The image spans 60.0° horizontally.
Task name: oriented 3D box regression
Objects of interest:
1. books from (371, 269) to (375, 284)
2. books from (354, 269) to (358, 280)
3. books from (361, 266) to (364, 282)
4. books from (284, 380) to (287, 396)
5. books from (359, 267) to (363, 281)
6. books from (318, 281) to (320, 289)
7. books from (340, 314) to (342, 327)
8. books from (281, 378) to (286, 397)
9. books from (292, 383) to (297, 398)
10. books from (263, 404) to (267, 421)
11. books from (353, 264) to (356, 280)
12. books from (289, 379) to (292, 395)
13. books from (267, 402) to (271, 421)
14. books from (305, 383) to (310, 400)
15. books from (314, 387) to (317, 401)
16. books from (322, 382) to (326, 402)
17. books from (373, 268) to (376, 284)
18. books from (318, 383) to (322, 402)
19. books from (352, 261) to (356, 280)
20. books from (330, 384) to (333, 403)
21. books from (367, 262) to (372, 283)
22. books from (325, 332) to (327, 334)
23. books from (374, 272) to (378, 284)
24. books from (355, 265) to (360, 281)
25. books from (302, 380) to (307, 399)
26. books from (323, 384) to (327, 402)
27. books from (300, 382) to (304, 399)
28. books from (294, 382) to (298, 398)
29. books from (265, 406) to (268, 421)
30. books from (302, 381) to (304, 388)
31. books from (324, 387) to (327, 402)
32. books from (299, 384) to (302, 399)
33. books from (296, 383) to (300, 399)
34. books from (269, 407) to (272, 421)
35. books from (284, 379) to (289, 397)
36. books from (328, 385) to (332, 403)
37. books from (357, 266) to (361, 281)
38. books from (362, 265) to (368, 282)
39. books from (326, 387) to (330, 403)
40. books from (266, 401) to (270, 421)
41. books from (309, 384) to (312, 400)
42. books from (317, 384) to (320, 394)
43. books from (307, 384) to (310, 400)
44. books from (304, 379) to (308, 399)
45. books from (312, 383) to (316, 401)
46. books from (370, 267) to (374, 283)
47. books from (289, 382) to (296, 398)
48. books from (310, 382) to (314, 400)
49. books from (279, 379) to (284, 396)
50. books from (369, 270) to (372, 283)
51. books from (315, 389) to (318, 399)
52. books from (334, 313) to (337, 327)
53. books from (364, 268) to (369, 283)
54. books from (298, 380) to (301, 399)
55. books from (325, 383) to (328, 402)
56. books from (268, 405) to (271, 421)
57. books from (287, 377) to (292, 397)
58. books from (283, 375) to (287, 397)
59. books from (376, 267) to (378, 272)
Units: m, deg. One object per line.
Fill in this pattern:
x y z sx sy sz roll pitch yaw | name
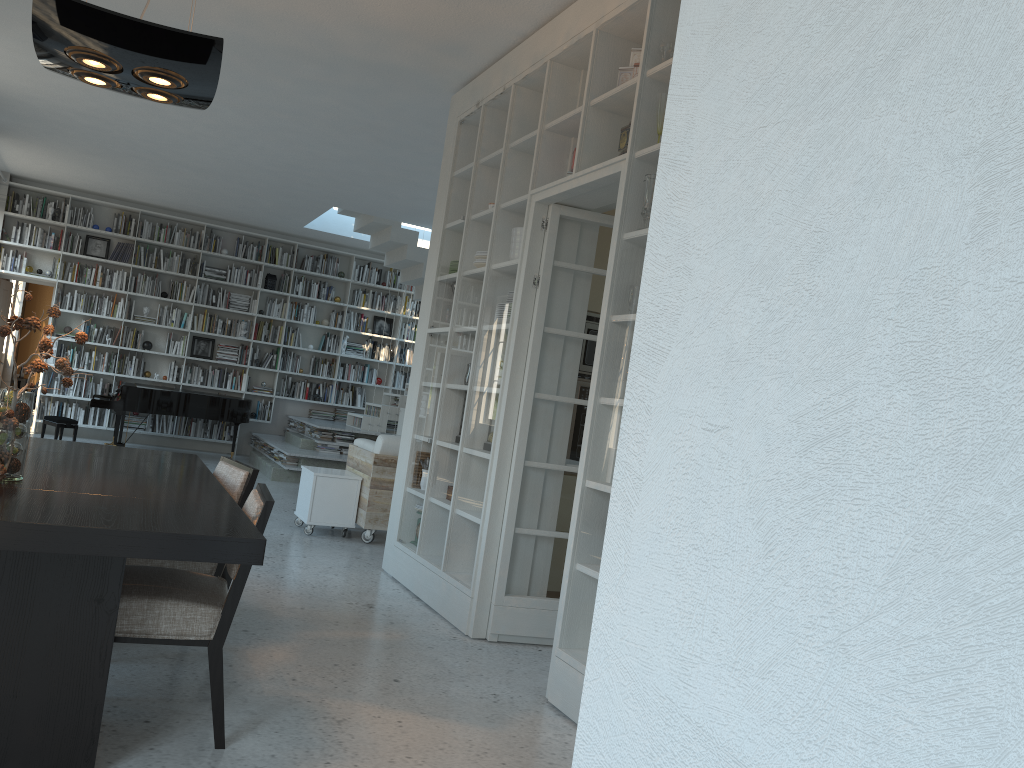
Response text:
-2.110 -1.603 13.321 0.022 0.236 0.172 9 -1 -24 | books
-2.345 -1.614 13.204 0.022 0.182 0.189 9 -2 -24 | books
-2.262 -1.633 13.275 0.027 0.249 0.140 9 -1 -24 | books
-3.308 0.062 12.880 0.015 0.240 0.152 9 -1 -24 | books
-2.280 -1.627 13.249 0.024 0.231 0.168 9 -1 -24 | books
-2.866 -1.369 13.032 0.010 0.271 0.120 9 -1 -24 | books
-2.558 -0.924 13.168 0.013 0.221 0.155 9 -1 -24 | books
-3.322 0.048 12.845 0.023 0.262 0.186 9 -1 -24 | books
-3.179 0.094 12.930 0.011 0.217 0.175 9 -1 -24 | books
-3.538 0.407 12.686 0.012 0.225 0.149 9 -1 -24 | books
-2.367 -1.658 13.223 0.014 0.264 0.140 9 -1 -24 | books
-3.240 0.054 12.893 0.010 0.277 0.174 9 -1 -24 | books
-3.498 0.391 12.716 0.015 0.270 0.157 9 -1 -24 | books
-3.017 0.106 12.994 0.031 0.244 0.184 9 -1 -24 | books
-2.913 0.140 13.056 0.022 0.211 0.135 9 -1 -24 | books
-2.798 0.116 13.107 0.013 0.294 0.134 9 -1 -24 | books
-2.092 -1.609 13.338 0.021 0.254 0.151 9 -1 -24 | books
-2.833 0.124 13.081 0.070 0.266 0.186 9 -1 -24 | books
-2.380 -1.675 13.207 0.028 0.294 0.150 9 -1 -24 | books
-2.691 0.144 13.145 0.025 0.272 0.171 9 -1 -24 | books
-2.157 -1.659 13.293 0.014 0.332 0.180 9 -1 -24 | books
-2.764 -0.618 13.099 0.016 0.290 0.135 9 -1 -24 | books
-2.070 -1.580 13.334 0.024 0.202 0.190 9 -1 -24 | books
-2.323 -1.644 13.225 0.025 0.250 0.178 9 -1 -24 | books
-3.052 0.081 12.998 0.012 0.285 0.159 9 -1 -24 | books
-2.785 0.133 13.114 0.021 0.264 0.150 9 -1 -24 | books
-3.085 0.091 12.963 0.025 0.252 0.181 9 -1 -24 | books
-3.163 0.088 12.947 0.029 0.234 0.142 9 -1 -24 | books
-3.522 0.416 12.675 0.011 0.212 0.178 9 -1 -24 | books
-3.079 0.089 13.001 0.016 0.261 0.098 9 -1 -24 | books
-2.767 0.158 13.109 0.013 0.220 0.168 9 -1 -24 | books
-3.111 0.103 12.970 0.012 0.221 0.153 9 -1 -24 | books
-3.138 0.095 12.954 0.024 0.228 0.159 9 -1 -24 | books
-3.479 0.427 12.725 0.012 0.206 0.160 9 -1 -24 | books
-3.280 0.058 12.866 0.023 0.256 0.178 9 -1 -24 | books
-2.714 0.148 13.134 0.026 0.258 0.156 9 -1 -24 | books
-2.298 -1.636 13.231 0.026 0.241 0.184 9 -1 -24 | books
-2.219 -1.642 13.275 0.048 0.278 0.150 9 -1 -24 | books
-2.737 0.159 13.117 0.025 0.228 0.175 9 -1 -24 | books
-3.505 0.382 12.689 0.021 0.285 0.172 9 -1 -24 | books
-2.980 0.114 13.034 0.021 0.242 0.131 9 -1 -24 | books
-2.871 0.127 13.070 0.012 0.249 0.164 9 -1 -24 | books
-2.998 0.113 13.018 0.025 0.237 0.156 9 -1 -24 | books
-3.031 0.079 12.983 0.012 0.293 0.175 9 -1 -24 | books
-2.930 0.111 13.045 0.026 0.263 0.169 9 -1 -24 | books
-2.124 -1.618 13.313 0.014 0.262 0.168 9 -1 -24 | books
-3.212 0.082 12.913 0.065 0.231 0.162 9 -1 -24 | books
-2.951 0.108 13.028 0.026 0.262 0.173 9 -1 -24 | books
-3.347 0.049 12.856 0.012 0.254 0.161 9 -1 -24 | books
-2.154 -1.602 13.322 0.030 0.220 0.133 9 -1 -24 | books
-2.891 0.158 13.060 0.025 0.181 0.169 9 -1 -24 | books
-2.638 -0.939 13.150 0.011 0.227 0.131 9 -1 -24 | books
-2.188 -1.613 13.292 0.031 0.231 0.148 9 -1 -24 | books
-3.117 0.078 12.960 0.014 0.268 0.171 9 -1 -24 | books
-2.762 0.128 13.138 0.012 0.282 0.143 9 -1 -24 | books
-3.483 0.412 12.708 0.013 0.233 0.149 9 -1 -24 | books
-3.253 0.043 12.876 0.030 0.294 0.188 9 -1 -24 | books
-3.303 0.023 12.853 0.010 0.316 0.186 9 -1 -24 | books
-2.060 -1.616 13.366 0.012 0.279 0.153 9 -1 -24 | books
